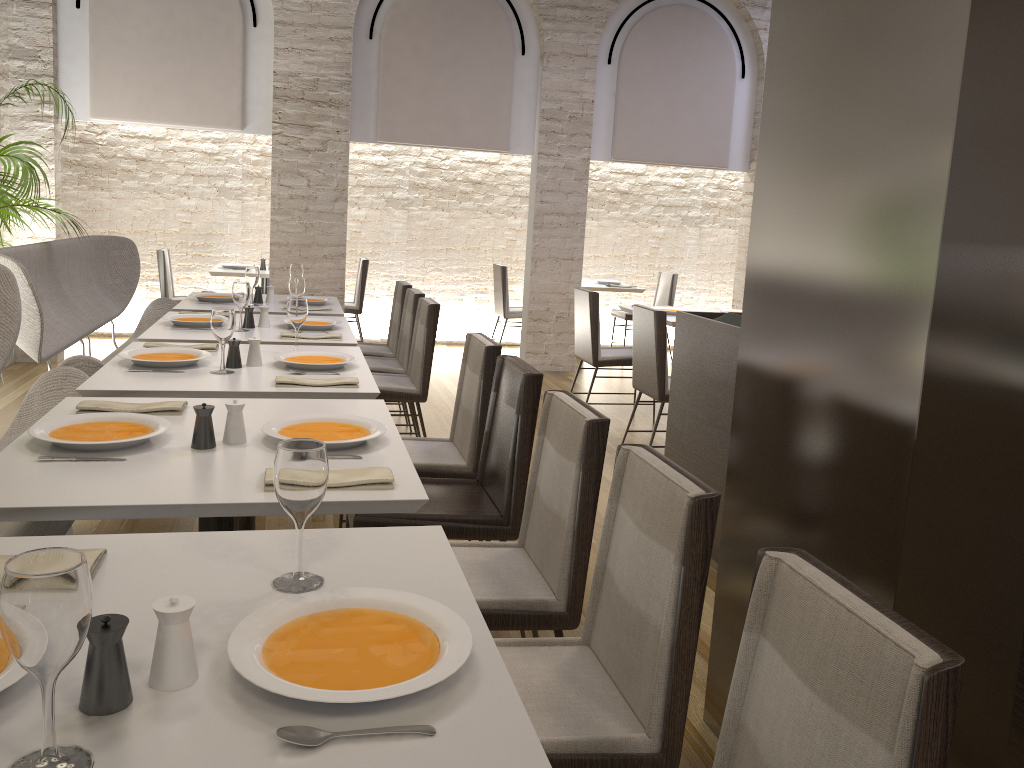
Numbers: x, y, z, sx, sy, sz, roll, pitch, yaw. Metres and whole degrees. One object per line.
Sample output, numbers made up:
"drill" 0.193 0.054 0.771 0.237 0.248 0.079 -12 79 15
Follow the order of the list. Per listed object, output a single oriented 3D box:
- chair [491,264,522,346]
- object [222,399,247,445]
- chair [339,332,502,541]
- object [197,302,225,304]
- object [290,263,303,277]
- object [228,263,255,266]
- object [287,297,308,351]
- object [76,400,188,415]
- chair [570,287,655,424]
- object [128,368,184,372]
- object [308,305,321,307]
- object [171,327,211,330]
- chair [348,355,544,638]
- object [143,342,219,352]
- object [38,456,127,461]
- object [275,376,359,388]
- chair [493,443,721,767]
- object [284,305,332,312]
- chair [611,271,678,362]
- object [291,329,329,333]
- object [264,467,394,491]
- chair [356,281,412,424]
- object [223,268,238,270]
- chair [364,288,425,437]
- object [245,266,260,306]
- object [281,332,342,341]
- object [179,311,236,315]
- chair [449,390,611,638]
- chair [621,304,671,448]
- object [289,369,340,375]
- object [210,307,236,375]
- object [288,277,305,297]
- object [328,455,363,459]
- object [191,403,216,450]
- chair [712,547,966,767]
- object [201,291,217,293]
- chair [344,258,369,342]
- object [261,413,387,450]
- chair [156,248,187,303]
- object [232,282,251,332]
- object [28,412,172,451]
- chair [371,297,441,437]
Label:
"chair" 0.089 -0.727 8.851 0.565 0.900 0.414 1 9 -14
"object" -0.698 0.092 2.233 0.059 0.109 0.060 0 9 -22
"chair" -0.367 0.269 3.356 0.565 0.900 0.414 1 9 -14
"object" -1.763 -0.479 5.236 0.185 0.010 0.017 1 10 -14
"object" -1.402 -0.666 5.758 0.086 0.229 0.086 6 9 16
"object" -2.605 -1.137 8.485 0.273 0.033 0.143 1 11 -14
"object" -0.879 -0.237 3.622 0.086 0.229 0.086 6 9 16
"object" -1.074 0.064 2.518 0.273 0.033 0.143 1 11 -14
"chair" 0.721 -0.208 6.268 0.565 0.900 0.414 1 9 -14
"object" -1.235 -0.047 3.082 0.185 0.010 0.017 1 10 -14
"object" -1.241 -0.475 5.363 0.181 0.015 0.038 1 10 -13
"object" -1.495 -0.260 4.141 0.185 0.010 0.017 1 10 -14
"chair" -0.236 0.377 2.821 0.565 0.900 0.414 1 9 -14
"object" -1.337 -0.151 3.591 0.273 0.033 0.143 1 11 -14
"object" -0.972 0.168 2.008 0.185 0.010 0.017 1 10 -14
"object" -0.669 -0.009 3.041 0.273 0.033 0.143 1 11 -14
"chair" 0.036 0.600 1.709 0.565 0.900 0.414 1 9 -14
"object" -1.196 -0.442 5.195 0.273 0.033 0.143 1 11 -14
"chair" 1.362 -0.710 9.167 0.565 0.900 0.414 1 9 -14
"object" -0.973 -0.255 4.269 0.181 0.015 0.038 1 10 -13
"object" -0.406 0.206 1.967 0.273 0.033 0.143 1 11 -14
"chair" -0.966 -0.221 5.802 0.565 0.900 0.414 1 9 -14
"object" -2.503 -1.033 7.975 0.185 0.010 0.017 1 10 -14
"chair" -0.830 -0.110 5.248 0.565 0.900 0.414 1 9 -14
"object" -1.542 -0.582 5.261 0.086 0.229 0.086 6 9 16
"object" -0.928 -0.222 4.100 0.273 0.033 0.143 1 11 -14
"object" -1.596 -0.364 4.650 0.273 0.033 0.143 1 11 -14
"chair" -0.097 0.490 2.255 0.565 0.900 0.414 1 9 -14
"chair" 0.988 0.010 5.178 0.565 0.900 0.414 1 9 -14
"object" -0.714 -0.043 3.210 0.181 0.015 0.038 1 10 -13
"object" -1.019 -0.153 3.125 0.086 0.229 0.086 6 9 16
"object" -1.137 -0.449 4.675 0.086 0.229 0.086 6 9 16
"object" -0.451 0.173 2.136 0.181 0.015 0.038 1 10 -13
"object" -0.756 0.100 2.172 0.059 0.109 0.060 0 9 -22
"chair" 0.175 0.714 1.141 0.565 0.900 0.414 1 9 -14
"object" -1.864 -0.583 5.745 0.273 0.033 0.143 1 11 -14
"chair" -1.661 -0.749 8.416 0.565 0.900 0.414 1 9 -14
"object" -0.489 0.130 2.312 0.322 0.036 0.323 -4 13 -35
"chair" -2.934 -0.765 8.100 0.565 0.900 0.414 1 9 -14
"object" -1.277 -0.364 4.179 0.086 0.229 0.086 6 9 16
"object" -1.011 0.123 2.184 0.322 0.036 0.323 -4 13 -35
"chair" -0.698 -0.002 4.710 0.565 0.900 0.414 1 9 -14
